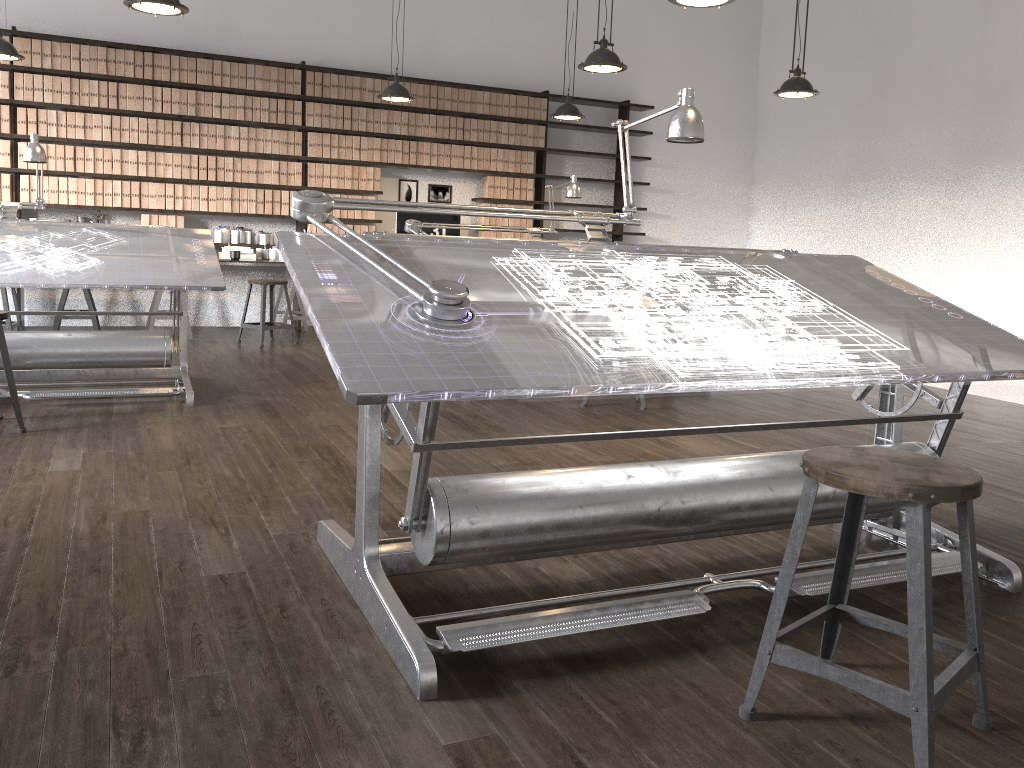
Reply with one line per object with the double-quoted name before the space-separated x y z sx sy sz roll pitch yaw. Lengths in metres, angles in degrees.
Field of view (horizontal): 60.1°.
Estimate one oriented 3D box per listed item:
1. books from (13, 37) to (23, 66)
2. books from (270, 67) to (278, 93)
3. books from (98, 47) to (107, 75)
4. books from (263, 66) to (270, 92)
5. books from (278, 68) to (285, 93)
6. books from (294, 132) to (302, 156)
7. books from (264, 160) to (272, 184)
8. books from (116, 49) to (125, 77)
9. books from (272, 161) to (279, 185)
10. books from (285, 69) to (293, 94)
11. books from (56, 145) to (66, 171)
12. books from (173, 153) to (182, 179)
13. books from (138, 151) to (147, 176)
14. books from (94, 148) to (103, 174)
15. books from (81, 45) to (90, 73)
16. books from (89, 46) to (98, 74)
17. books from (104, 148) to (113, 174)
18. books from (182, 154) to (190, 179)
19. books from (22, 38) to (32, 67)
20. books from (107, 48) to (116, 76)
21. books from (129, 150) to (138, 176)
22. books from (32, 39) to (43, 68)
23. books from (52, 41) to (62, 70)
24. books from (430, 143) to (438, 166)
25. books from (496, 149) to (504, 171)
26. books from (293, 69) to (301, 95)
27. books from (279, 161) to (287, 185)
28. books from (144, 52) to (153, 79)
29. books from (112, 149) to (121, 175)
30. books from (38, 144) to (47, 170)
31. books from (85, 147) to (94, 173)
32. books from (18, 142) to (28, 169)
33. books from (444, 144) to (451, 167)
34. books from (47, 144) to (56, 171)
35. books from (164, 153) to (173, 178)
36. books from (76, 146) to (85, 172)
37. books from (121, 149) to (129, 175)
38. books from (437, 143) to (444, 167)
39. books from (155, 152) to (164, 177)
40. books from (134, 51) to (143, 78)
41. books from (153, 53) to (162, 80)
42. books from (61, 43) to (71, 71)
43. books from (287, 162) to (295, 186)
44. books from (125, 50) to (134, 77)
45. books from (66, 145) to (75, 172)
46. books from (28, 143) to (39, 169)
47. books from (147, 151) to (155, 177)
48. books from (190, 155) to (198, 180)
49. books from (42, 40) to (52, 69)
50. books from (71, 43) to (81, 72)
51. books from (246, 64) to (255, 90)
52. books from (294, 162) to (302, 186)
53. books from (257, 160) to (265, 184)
"books" -4.024 -2.697 7.227 0.067 0.224 0.175 0 8 -24
"books" -2.176 -2.752 8.048 0.067 0.224 0.175 0 8 -24
"books" -3.456 -2.713 7.477 0.067 0.224 0.175 0 8 -24
"books" -2.239 -2.751 8.025 0.067 0.224 0.175 0 8 -24
"books" -2.117 -2.755 8.081 0.067 0.224 0.175 0 8 -24
"books" -1.994 -2.213 8.204 0.067 0.224 0.175 0 8 -24
"books" -2.250 -1.932 8.122 0.067 0.224 0.175 0 8 -24
"books" -3.332 -2.718 7.538 0.067 0.224 0.175 0 8 -24
"books" -2.189 -1.934 8.147 0.067 0.224 0.175 0 8 -24
"books" -2.052 -2.757 8.110 0.067 0.224 0.175 0 8 -24
"books" -3.790 -1.886 7.439 0.067 0.224 0.175 0 8 -24
"books" -2.953 -1.910 7.805 0.067 0.224 0.175 0 8 -24
"books" -3.211 -1.903 7.691 0.067 0.224 0.175 0 8 -24
"books" -3.524 -1.894 7.557 0.067 0.224 0.175 0 8 -24
"books" -3.576 -2.710 7.426 0.067 0.224 0.175 0 8 -24
"books" -3.519 -2.713 7.454 0.067 0.224 0.175 0 8 -24
"books" -3.459 -1.896 7.586 0.067 0.224 0.175 0 8 -24
"books" -2.887 -1.912 7.834 0.067 0.224 0.175 0 8 -24
"books" -3.965 -2.698 7.249 0.067 0.224 0.175 0 8 -24
"books" -3.397 -2.716 7.509 0.067 0.224 0.175 0 8 -24
"books" -3.278 -1.901 7.663 0.067 0.224 0.175 0 8 -24
"books" -3.898 -2.700 7.279 0.067 0.224 0.175 0 8 -24
"books" -3.772 -2.705 7.343 0.067 0.224 0.175 0 8 -24
"books" -0.796 -2.255 8.736 0.067 0.224 0.175 0 8 -24
"books" -0.152 -2.274 9.023 0.067 0.224 0.175 0 8 -24
"books" -1.986 -2.758 8.135 0.067 0.224 0.175 0 8 -24
"books" -2.126 -1.936 8.180 0.067 0.224 0.175 0 8 -24
"books" -3.132 -2.723 7.622 0.067 0.224 0.175 0 8 -24
"books" -3.395 -1.897 7.608 0.067 0.224 0.175 0 8 -24
"books" -3.905 -1.882 7.380 0.067 0.224 0.175 0 8 -24
"books" -3.587 -1.892 7.524 0.067 0.224 0.175 0 8 -24
"books" -4.038 -1.878 7.324 0.067 0.224 0.175 0 8 -24
"books" -0.669 -2.259 8.794 0.067 0.224 0.175 0 8 -24
"books" -3.849 -1.884 7.410 0.067 0.224 0.175 0 8 -24
"books" -3.020 -1.909 7.778 0.067 0.224 0.175 0 8 -24
"books" -3.654 -1.890 7.499 0.067 0.224 0.175 0 8 -24
"books" -3.336 -1.900 7.639 0.067 0.224 0.175 0 8 -24
"books" -0.734 -2.258 8.768 0.067 0.224 0.175 0 8 -24
"books" -3.085 -1.908 7.754 0.067 0.224 0.175 0 8 -24
"books" -3.203 -2.722 7.597 0.067 0.224 0.175 0 8 -24
"books" -3.067 -2.726 7.657 0.067 0.224 0.175 0 8 -24
"books" -3.707 -2.707 7.370 0.067 0.224 0.175 0 8 -24
"books" -2.063 -1.938 8.210 0.067 0.224 0.175 0 8 -24
"books" -3.266 -2.720 7.563 0.067 0.224 0.175 0 8 -24
"books" -3.720 -1.888 7.464 0.067 0.224 0.175 0 8 -24
"books" -3.971 -1.880 7.350 0.067 0.224 0.175 0 8 -24
"books" -3.148 -1.905 7.723 0.067 0.224 0.175 0 8 -24
"books" -2.831 -1.915 7.864 0.067 0.224 0.175 0 8 -24
"books" -3.834 -2.703 7.311 0.067 0.224 0.175 0 8 -24
"books" -3.641 -2.708 7.395 0.067 0.224 0.175 0 8 -24
"books" -2.361 -2.747 7.967 0.067 0.224 0.175 0 8 -24
"books" -2.001 -1.939 8.230 0.067 0.224 0.175 0 8 -24
"books" -2.309 -1.931 8.098 0.067 0.224 0.175 0 8 -24
